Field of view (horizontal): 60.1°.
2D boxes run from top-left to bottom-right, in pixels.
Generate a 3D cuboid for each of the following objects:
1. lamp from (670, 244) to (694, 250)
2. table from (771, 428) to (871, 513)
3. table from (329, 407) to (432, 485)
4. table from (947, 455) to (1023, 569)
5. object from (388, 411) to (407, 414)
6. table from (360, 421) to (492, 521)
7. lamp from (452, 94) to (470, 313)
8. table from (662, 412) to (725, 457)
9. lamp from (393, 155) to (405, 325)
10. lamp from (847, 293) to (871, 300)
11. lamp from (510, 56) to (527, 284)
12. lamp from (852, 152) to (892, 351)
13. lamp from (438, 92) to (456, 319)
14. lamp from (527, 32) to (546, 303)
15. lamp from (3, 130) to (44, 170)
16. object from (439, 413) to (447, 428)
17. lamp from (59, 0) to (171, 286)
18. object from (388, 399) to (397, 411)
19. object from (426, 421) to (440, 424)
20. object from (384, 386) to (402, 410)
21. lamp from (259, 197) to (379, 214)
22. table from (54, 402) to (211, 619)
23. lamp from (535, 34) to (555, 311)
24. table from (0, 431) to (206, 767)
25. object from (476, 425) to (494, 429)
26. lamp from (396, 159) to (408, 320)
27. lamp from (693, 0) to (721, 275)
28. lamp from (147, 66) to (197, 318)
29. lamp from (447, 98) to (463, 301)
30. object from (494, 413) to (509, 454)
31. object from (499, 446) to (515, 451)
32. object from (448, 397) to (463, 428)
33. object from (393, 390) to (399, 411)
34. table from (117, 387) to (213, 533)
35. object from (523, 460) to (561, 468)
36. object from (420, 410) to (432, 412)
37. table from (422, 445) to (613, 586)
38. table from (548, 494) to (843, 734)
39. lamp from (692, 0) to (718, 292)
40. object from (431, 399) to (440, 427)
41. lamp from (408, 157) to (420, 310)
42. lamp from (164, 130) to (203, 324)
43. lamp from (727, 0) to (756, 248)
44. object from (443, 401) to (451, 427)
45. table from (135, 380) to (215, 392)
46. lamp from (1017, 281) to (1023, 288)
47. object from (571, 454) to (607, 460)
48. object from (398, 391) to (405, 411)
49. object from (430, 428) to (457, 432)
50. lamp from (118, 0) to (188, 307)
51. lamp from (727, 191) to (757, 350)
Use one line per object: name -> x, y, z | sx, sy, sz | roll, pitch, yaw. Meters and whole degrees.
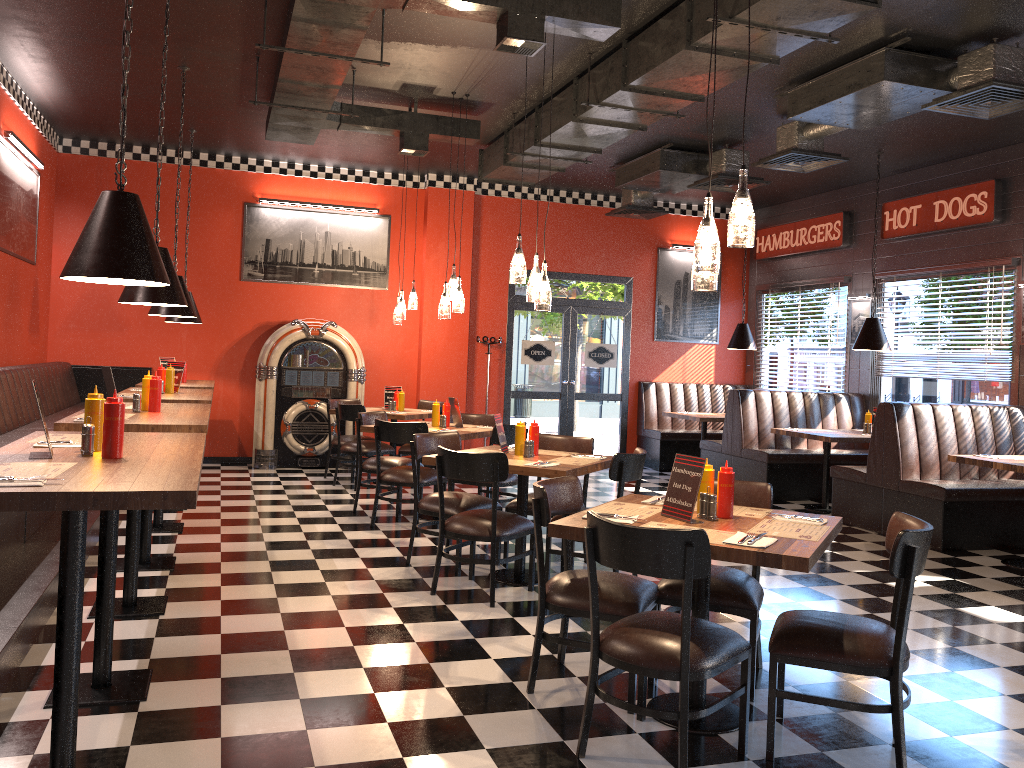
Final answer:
lamp -> 2.505, -1.916, 12.445 | 0.610, 0.056, 0.081 | 2, 1, -18
table -> 3.642, 0.893, 9.071 | 1.691, 0.774, 0.957 | 2, 1, -18
table -> -1.308, 0.675, 9.580 | 0.961, 0.774, 0.956 | 3, 1, 27
table -> 4.384, 0.992, 6.816 | 1.691, 0.774, 0.957 | 2, 1, -18
object -> -1.193, 0.295, 9.192 | 0.157, 0.019, 0.255 | 3, 2, 30
table -> -0.649, 0.760, 7.663 | 0.961, 0.774, 0.956 | 3, 1, 27
lamp -> -0.426, -1.595, 7.669 | 0.108, 1.967, 0.108 | 3, -1, -36
table -> 2.892, 0.794, 11.350 | 1.691, 0.774, 0.957 | 2, 1, -18
lamp -> -1.218, -1.630, 9.733 | 0.108, 1.967, 0.108 | 3, -1, -37
lamp -> 4.115, -1.033, 10.500 | 0.081, 0.056, 0.334 | 2, 2, -18
lamp -> 0.076, -1.628, 5.716 | 0.108, 1.967, 0.108 | 2, -1, 44
lamp -> 3.737, -1.366, 9.117 | 0.381, 2.045, 0.382 | 3, -1, -37
lamp -> -0.540, -1.539, 7.617 | 0.108, 1.967, 0.108 | 2, -1, -7
lamp -> 0.187, -1.513, 5.774 | 0.108, 1.967, 0.108 | 2, -1, 24
lamp -> -4.517, -2.156, 8.212 | 0.081, 0.056, 1.445 | 2, 2, -18
object -> -0.595, 0.308, 7.648 | 0.046, 0.136, 0.094 | 3, 0, -28
lamp -> -1.443, -1.405, 3.340 | 0.382, 2.045, 0.381 | 2, -1, 23
object -> -1.291, 0.222, 9.566 | 0.093, 0.136, 0.047 | 2, -1, -18
object -> -0.705, 0.349, 8.066 | 0.157, 0.019, 0.255 | 3, 2, 27
object -> -1.309, 0.154, 9.743 | 0.188, 0.257, 0.072 | 2, -1, -8
lamp -> -2.350, -2.182, 10.847 | 1.443, 0.056, 0.081 | 2, 1, -18
table -> -2.147, 0.661, 5.144 | 0.695, 1.000, 1.693 | 2, 1, -18
lamp -> 0.236, -1.448, 5.662 | 0.108, 1.967, 0.108 | 2, -1, -7
table -> -1.484, 0.749, 3.130 | 0.695, 1.000, 1.693 | 2, 1, -18
object -> -0.214, 0.377, 7.805 | 0.255, 0.019, 0.157 | 3, 2, 30
lamp -> -1.164, -1.684, 9.622 | 0.108, 1.967, 0.108 | 2, -1, 24
lamp -> 0.812, -1.420, 3.535 | 0.108, 1.967, 0.108 | 3, -1, -31
lamp -> -2.734, -1.577, 7.261 | 0.382, 2.045, 0.381 | 2, -1, 23
lamp -> -0.482, -1.713, 7.787 | 0.108, 1.967, 0.108 | 2, -1, 28
object -> -0.070, 0.325, 5.754 | 0.072, 0.257, 0.188 | 2, 0, 12
object -> 0.009, 0.440, 6.017 | 0.157, 0.019, 0.255 | 3, 2, 20
object -> -0.492, 0.247, 7.749 | 0.072, 0.257, 0.188 | 3, 0, -28
object -> -1.257, 0.168, 9.652 | 0.068, 0.238, 0.068 | 3, -1, -21
table -> -2.806, 0.573, 7.148 | 0.695, 1.000, 1.693 | 2, 1, -18
object -> 0.187, 0.470, 5.258 | 0.157, 0.019, 0.255 | 3, 2, 29
object -> -0.895, 0.293, 9.662 | 0.255, 0.019, 0.157 | 3, 2, 27
table -> 0.076, 0.850, 5.647 | 0.961, 0.774, 0.956 | 3, 1, 27
table -> 0.766, 0.940, 3.598 | 0.957, 0.774, 0.959 | 3, 1, 27
lamp -> 0.831, -1.363, 3.655 | 0.108, 1.967, 0.108 | 2, -1, 28
object -> -0.663, 0.251, 7.719 | 0.068, 0.238, 0.068 | 3, -1, -13
lamp -> -1.043, -1.793, 9.683 | 0.108, 1.967, 0.108 | 2, -1, 14
lamp -> -3.434, -1.669, 9.391 | 0.382, 2.045, 0.381 | 2, -1, 23
lamp -> 0.945, -1.526, 3.519 | 0.108, 1.967, 0.108 | 3, -1, -27
object -> -0.574, 0.254, 7.746 | 0.068, 0.238, 0.068 | 3, -1, -13
table -> -3.476, 0.485, 9.181 | 0.695, 1.000, 1.693 | 2, 1, -18
lamp -> 4.863, -0.934, 8.226 | 0.081, 0.056, 0.334 | 2, 2, -18
object -> 0.476, 0.468, 5.735 | 0.255, 0.019, 0.157 | 3, 2, 26
object -> -1.194, 0.173, 9.583 | 0.068, 0.238, 0.068 | 3, -1, -21
object -> -0.548, 0.379, 7.294 | 0.157, 0.019, 0.255 | 3, 2, 29
lamp -> -2.049, -1.486, 5.180 | 0.382, 2.045, 0.381 | 2, -1, 23
lamp -> 2.992, -1.465, 11.381 | 0.382, 2.045, 0.381 | 2, -1, 30
